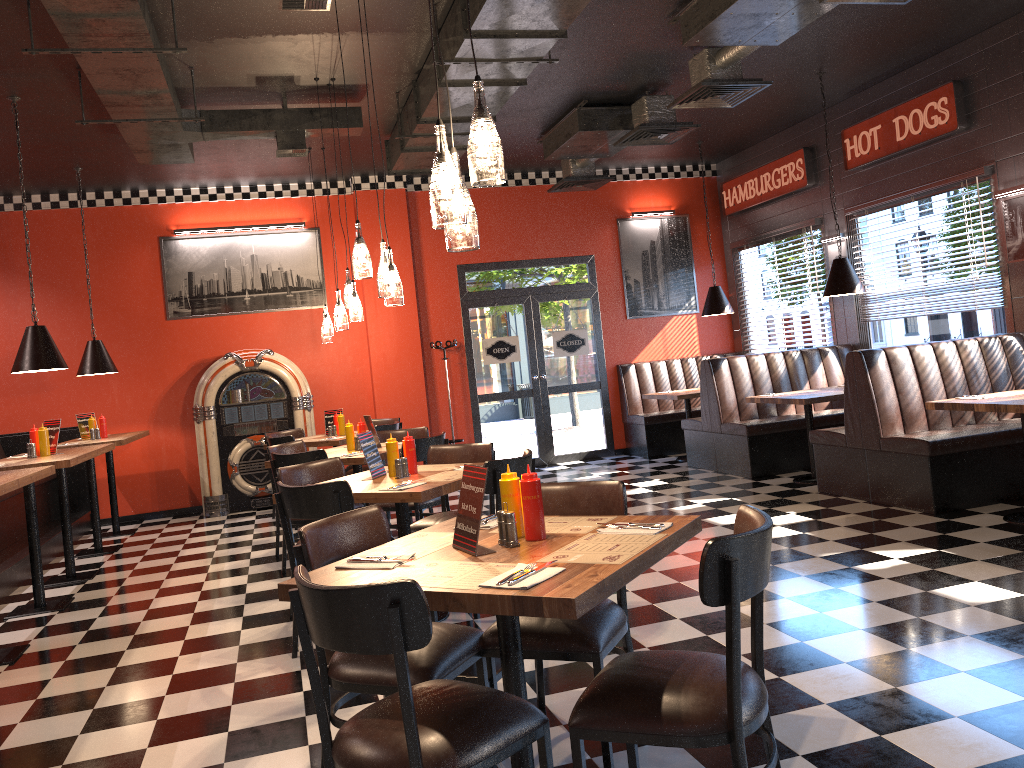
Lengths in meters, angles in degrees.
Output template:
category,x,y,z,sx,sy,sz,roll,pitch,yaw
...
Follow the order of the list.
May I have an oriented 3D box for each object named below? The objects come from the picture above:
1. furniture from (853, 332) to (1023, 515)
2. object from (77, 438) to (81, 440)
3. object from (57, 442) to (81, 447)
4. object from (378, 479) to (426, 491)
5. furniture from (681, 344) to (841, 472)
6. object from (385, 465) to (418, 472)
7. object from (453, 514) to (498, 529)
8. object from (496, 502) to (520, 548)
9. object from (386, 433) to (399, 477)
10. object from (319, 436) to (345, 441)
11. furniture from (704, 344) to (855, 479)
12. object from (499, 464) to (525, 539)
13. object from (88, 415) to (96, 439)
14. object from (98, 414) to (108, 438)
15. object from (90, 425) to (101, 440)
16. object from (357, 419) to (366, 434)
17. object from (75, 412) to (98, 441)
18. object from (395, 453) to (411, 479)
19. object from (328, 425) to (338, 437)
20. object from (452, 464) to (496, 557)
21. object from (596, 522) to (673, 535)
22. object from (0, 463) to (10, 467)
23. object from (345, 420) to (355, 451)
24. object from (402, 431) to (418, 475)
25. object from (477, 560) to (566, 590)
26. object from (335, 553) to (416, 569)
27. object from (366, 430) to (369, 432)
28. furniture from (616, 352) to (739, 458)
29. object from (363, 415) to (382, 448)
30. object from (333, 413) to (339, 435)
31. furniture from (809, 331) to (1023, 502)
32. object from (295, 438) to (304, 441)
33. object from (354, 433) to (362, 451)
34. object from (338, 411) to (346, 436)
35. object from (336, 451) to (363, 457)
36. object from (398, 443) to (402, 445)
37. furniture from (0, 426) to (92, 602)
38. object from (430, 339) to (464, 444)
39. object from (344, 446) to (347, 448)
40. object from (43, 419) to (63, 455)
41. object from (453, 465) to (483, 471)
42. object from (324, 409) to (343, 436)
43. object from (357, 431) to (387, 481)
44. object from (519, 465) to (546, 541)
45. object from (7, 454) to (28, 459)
category,x,y,z,sx,sy,sz,roll,pitch,yaw
furniture,3.548,0.228,6.578,1.711,1.155,0.705,-6,0,-15
object,-4.212,0.533,8.879,0.255,0.019,0.157,-6,2,-18
object,-3.931,0.533,7.839,0.255,0.019,0.157,-6,2,-18
object,-0.533,0.502,4.423,0.157,0.019,0.255,-5,2,32
furniture,2.741,0.230,9.563,1.711,1.155,0.705,-6,0,-15
object,-0.671,0.495,5.190,0.157,0.019,0.255,-5,2,23
object,-0.105,0.493,3.159,0.157,0.019,0.255,-5,2,31
object,-0.015,0.436,2.761,0.047,0.136,0.093,-6,0,-25
object,-0.658,0.391,4.894,0.068,0.238,0.068,-6,-1,-10
object,-1.698,0.513,8.421,0.157,0.019,0.255,-5,2,33
furniture,2.925,0.230,8.882,1.711,1.155,0.705,-6,0,-15
object,-0.001,0.379,2.877,0.068,0.238,0.068,-6,-1,0
object,-4.059,0.415,8.572,0.068,0.238,0.068,-6,-1,-22
object,-3.967,0.405,8.587,0.068,0.238,0.068,-6,-1,-22
object,-3.986,0.463,8.470,0.094,0.136,0.046,-6,-1,-35
object,-1.175,0.389,6.947,0.068,0.238,0.068,-6,-1,-10
object,-4.135,0.412,8.639,0.072,0.257,0.188,-6,0,35
object,-0.599,0.440,4.806,0.046,0.136,0.094,-6,0,35
object,-1.784,0.453,8.800,0.094,0.136,0.046,-6,-1,-15
object,-0.130,0.386,2.747,0.072,0.257,0.188,-6,0,-25
object,0.370,0.453,2.815,0.254,0.019,0.158,-5,2,34
object,-3.404,0.535,5.771,0.255,0.019,0.157,-6,2,-18
object,-1.265,0.399,6.924,0.068,0.238,0.068,-6,-1,-10
object,-0.568,0.381,4.917,0.068,0.238,0.068,-6,-1,-10
object,0.038,0.500,2.348,0.157,0.019,0.255,-5,2,33
object,-0.396,0.535,2.697,0.254,0.019,0.158,-5,2,24
object,-1.377,0.468,8.876,0.254,0.019,0.158,-5,2,30
furniture,2.302,0.231,11.185,1.711,1.155,0.705,-6,0,-15
object,-1.094,0.371,6.946,0.072,0.257,0.188,-6,0,-25
object,-1.753,0.395,8.884,0.068,0.238,0.068,-6,-1,-18
furniture,3.364,0.229,7.259,1.711,1.155,0.705,-6,0,-15
object,-2.165,0.552,8.750,0.254,0.019,0.158,-5,2,32
object,-1.194,0.446,6.849,0.047,0.136,0.093,-6,0,-25
object,-1.695,0.391,8.812,0.068,0.238,0.068,-6,-1,-18
object,-1.157,0.510,6.493,0.157,0.019,0.255,-5,2,32
object,-0.798,0.459,6.987,0.254,0.019,0.158,-5,2,33
furniture,-3.985,1.044,5.289,1.105,1.150,8.747,-6,1,-15
object,-0.730,0.310,10.488,0.374,1.659,0.374,-6,-1,7
object,-1.272,0.501,7.272,0.157,0.019,0.255,-5,2,30
object,-3.422,0.395,6.562,0.188,0.257,0.072,-6,-1,26
object,-0.221,0.457,4.884,0.254,0.019,0.158,-5,2,29
object,-1.802,0.388,8.978,0.188,0.257,0.072,-6,-1,-5
object,-0.780,0.394,4.931,0.072,0.257,0.188,-6,0,15
object,0.064,0.374,2.810,0.068,0.238,0.068,-6,-1,28
object,-3.646,0.536,6.657,0.255,0.019,0.157,-6,2,-18
